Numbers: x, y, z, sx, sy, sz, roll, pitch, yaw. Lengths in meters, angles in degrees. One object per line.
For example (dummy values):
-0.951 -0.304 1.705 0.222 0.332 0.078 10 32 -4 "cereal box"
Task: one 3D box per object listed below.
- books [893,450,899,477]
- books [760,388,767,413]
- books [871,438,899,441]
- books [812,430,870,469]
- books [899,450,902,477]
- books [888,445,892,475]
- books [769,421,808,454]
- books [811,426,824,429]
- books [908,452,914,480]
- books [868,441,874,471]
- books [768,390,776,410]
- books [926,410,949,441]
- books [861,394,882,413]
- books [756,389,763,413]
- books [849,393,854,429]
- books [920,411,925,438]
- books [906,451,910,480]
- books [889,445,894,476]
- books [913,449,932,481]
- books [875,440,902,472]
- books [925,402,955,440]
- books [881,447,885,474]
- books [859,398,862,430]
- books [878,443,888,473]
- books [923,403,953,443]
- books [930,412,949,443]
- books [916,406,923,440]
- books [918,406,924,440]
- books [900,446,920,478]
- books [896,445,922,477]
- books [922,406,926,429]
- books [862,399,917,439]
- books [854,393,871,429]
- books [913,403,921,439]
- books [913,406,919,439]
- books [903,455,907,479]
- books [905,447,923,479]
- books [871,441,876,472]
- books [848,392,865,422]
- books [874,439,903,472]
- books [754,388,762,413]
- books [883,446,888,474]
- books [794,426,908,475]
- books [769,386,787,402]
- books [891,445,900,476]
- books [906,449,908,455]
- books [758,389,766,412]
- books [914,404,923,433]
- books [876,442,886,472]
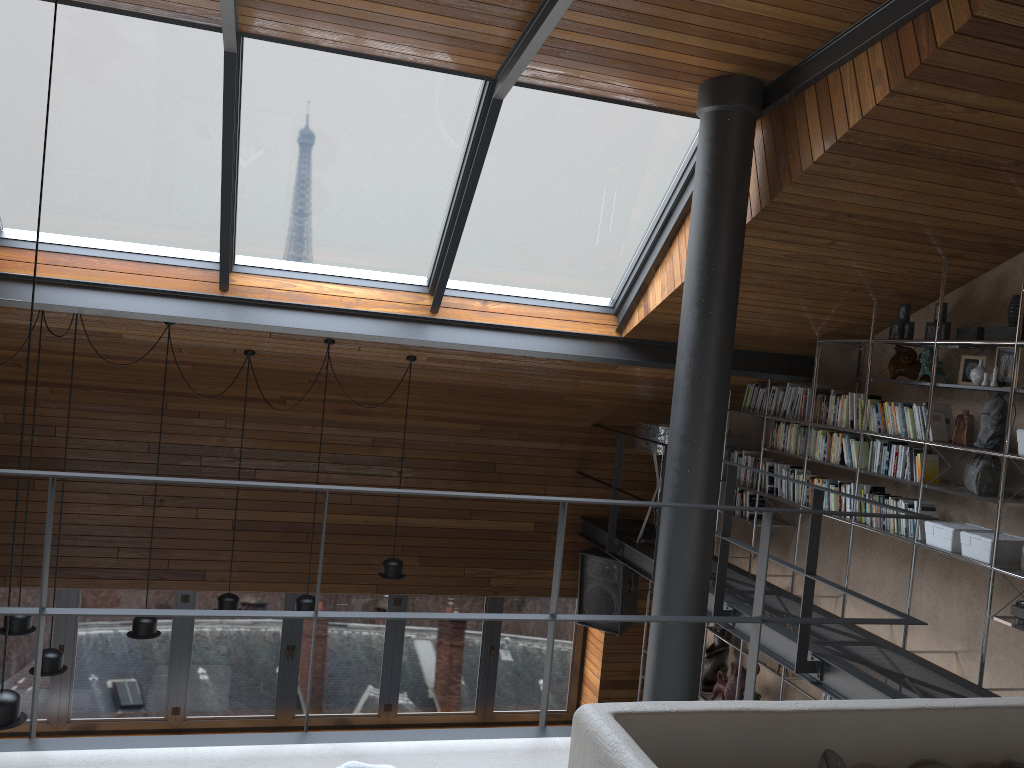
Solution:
2.389 0.486 5.395 0.143 0.161 0.019 5 2 -16 "books"
1.999 0.137 6.856 0.125 0.204 0.072 5 2 -16 "books"
2.363 0.453 5.640 0.207 0.207 0.010 5 2 -16 "books"
2.218 0.433 5.925 0.139 0.208 0.494 5 2 -16 "books"
2.411 0.486 5.362 0.148 0.167 0.014 5 2 -16 "books"
2.378 0.470 5.449 0.129 0.188 0.010 5 2 -16 "books"
2.051 0.392 6.555 0.130 0.216 0.311 5 2 -16 "books"
2.158 0.409 6.282 0.143 0.218 0.020 5 2 -16 "books"
2.421 0.491 5.271 0.148 0.167 0.053 5 2 -16 "books"
2.329 0.459 5.619 0.148 0.190 0.013 5 2 -16 "books"
2.010 0.145 6.750 0.111 0.194 0.059 5 2 -16 "books"
2.464 0.245 5.137 0.117 0.176 0.074 5 2 -16 "books"
2.325 0.186 5.734 0.148 0.233 0.053 5 2 -16 "books"
1.976 0.136 6.893 0.127 0.197 0.063 5 2 -16 "books"
2.272 0.178 5.806 0.148 0.233 0.053 5 2 -16 "books"
2.451 0.247 5.183 0.119 0.166 0.072 5 2 -16 "books"
2.410 0.489 5.283 0.130 0.167 0.046 5 2 -16 "books"
2.380 0.470 5.420 0.148 0.190 0.013 5 2 -16 "books"
2.424 0.482 5.228 0.129 0.186 0.050 5 2 -16 "books"
2.378 0.458 5.577 0.192 0.204 0.012 5 2 -16 "books"
2.494 0.216 5.159 0.177 0.209 0.082 5 2 -16 "books"
2.354 0.477 5.503 0.130 0.169 0.010 5 2 -16 "books"
2.313 0.198 5.741 0.149 0.205 0.049 5 2 -16 "books"
2.365 0.466 5.531 0.160 0.187 0.021 5 2 -16 "books"
2.479 0.227 5.161 0.161 0.215 0.092 5 2 -16 "books"
2.461 0.248 5.124 0.112 0.169 0.068 5 2 -16 "books"
2.442 0.232 5.209 0.127 0.192 0.079 5 2 -16 "books"
2.452 0.233 5.201 0.127 0.192 0.079 5 2 -16 "books"
2.412 0.475 5.347 0.148 0.190 0.013 5 2 -16 "books"
2.407 0.471 5.378 0.146 0.195 0.023 5 2 -16 "books"
2.464 0.233 5.174 0.125 0.200 0.088 5 2 -16 "books"
2.365 0.213 5.467 0.139 0.206 0.497 5 2 -16 "books"
2.286 0.181 5.759 0.148 0.233 0.053 5 2 -16 "books"
2.462 0.224 5.247 0.164 0.209 0.084 5 2 -16 "books"
2.442 0.231 5.252 0.127 0.192 0.079 5 2 -16 "books"
2.410 0.499 5.322 0.128 0.143 0.009 5 2 -16 "books"
2.420 0.478 5.312 0.129 0.188 0.010 5 2 -16 "books"
2.353 0.462 5.597 0.169 0.189 0.018 5 2 -16 "books"
2.281 0.177 5.840 0.143 0.236 0.062 5 2 -16 "books"
2.370 0.455 5.587 0.191 0.207 0.012 5 2 -16 "books"
1.976 0.135 6.935 0.127 0.197 0.063 5 2 -16 "books"
2.369 0.476 5.493 0.146 0.171 0.018 5 2 -16 "books"
2.231 0.429 5.952 0.138 0.212 1.040 5 2 -15 "books"
2.016 0.130 6.761 0.122 0.227 0.076 5 2 -16 "books"
2.388 0.471 5.409 0.148 0.190 0.013 5 2 -16 "books"
2.424 0.485 5.337 0.136 0.173 0.014 5 2 -16 "books"
1.986 0.138 6.884 0.127 0.197 0.063 5 2 -16 "books"
2.465 0.225 5.238 0.170 0.209 0.082 5 2 -17 "books"
2.358 0.463 5.559 0.148 0.190 0.013 5 2 -16 "books"
